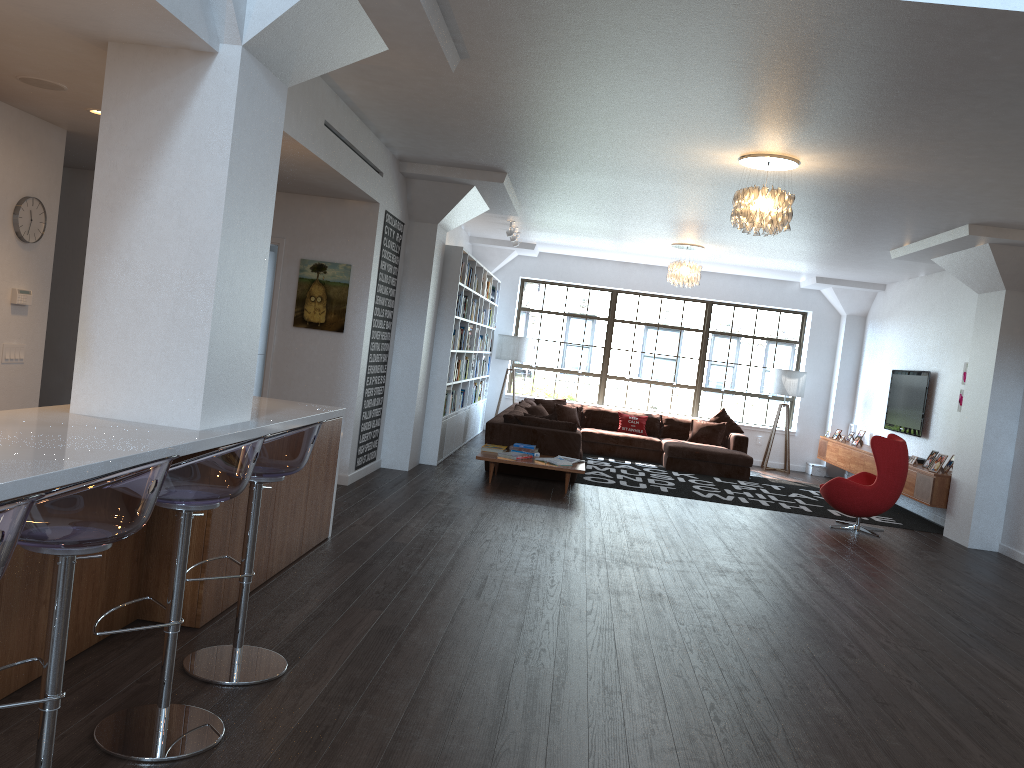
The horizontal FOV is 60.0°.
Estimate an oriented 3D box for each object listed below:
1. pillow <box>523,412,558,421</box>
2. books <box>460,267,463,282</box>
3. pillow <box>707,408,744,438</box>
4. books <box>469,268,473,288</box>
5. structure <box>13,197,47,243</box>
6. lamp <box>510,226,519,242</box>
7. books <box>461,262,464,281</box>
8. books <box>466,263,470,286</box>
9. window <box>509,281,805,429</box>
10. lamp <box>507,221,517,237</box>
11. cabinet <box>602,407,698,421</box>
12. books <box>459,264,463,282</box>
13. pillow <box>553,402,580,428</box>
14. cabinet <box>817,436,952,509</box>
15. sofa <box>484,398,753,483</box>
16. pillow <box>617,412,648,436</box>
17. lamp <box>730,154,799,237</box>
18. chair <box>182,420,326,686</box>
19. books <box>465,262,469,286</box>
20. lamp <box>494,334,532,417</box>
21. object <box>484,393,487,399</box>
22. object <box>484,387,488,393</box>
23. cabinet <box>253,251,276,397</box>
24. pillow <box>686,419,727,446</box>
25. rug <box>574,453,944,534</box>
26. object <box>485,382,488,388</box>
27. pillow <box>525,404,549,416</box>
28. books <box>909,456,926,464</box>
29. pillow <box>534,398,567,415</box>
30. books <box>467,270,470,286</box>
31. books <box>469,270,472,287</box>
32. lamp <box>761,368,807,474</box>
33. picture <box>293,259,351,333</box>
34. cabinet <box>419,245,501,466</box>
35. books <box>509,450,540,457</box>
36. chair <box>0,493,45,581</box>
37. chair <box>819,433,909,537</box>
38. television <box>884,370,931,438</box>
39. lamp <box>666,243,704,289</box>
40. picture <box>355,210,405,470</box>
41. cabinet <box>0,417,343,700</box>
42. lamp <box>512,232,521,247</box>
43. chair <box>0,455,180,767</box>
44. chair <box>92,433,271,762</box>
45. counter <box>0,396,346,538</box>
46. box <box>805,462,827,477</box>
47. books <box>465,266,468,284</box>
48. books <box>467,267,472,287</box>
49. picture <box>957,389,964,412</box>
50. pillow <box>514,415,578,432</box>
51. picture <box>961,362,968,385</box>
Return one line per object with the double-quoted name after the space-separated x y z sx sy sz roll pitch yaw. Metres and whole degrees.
0.364 0.504 10.301 0.269 0.411 0.559 5 3 -40 "pillow"
-0.643 -1.250 9.975 0.161 0.222 0.084 7 2 4 "books"
3.100 0.648 13.236 0.651 0.587 0.335 6 2 -17 "pillow"
-0.579 -1.290 10.785 0.182 0.255 0.077 7 2 4 "books"
-3.167 -1.078 5.830 0.040 0.300 0.300 7 2 4 "structure"
0.022 -1.996 11.838 0.120 0.211 0.111 5 3 -36 "lamp"
-0.642 -1.268 10.049 0.170 0.251 0.118 7 2 4 "books"
-0.611 -1.299 10.494 0.197 0.290 0.136 7 2 4 "books"
2.359 -0.491 14.659 4.648 1.905 0.114 7 2 4 "window"
-0.018 -1.981 11.334 0.111 0.211 0.120 9 3 38 "lamp"
2.161 0.778 14.168 1.520 0.625 0.350 7 2 4 "cabinet"
-0.648 -1.247 9.941 0.161 0.218 0.101 7 2 4 "books"
0.799 0.463 13.226 0.489 0.337 0.238 6 3 -26 "pillow"
4.826 1.078 11.562 0.459 0.350 4.501 7 2 4 "cabinet"
1.560 0.784 11.706 3.481 0.664 4.197 7 2 4 "sofa"
1.808 0.602 13.292 0.465 0.308 0.220 7 2 0 "pillow"
1.863 -1.377 6.556 0.442 0.539 0.441 5 3 -43 "lamp"
-1.036 0.616 3.504 0.481 1.014 0.530 7 2 6 "chair"
-0.612 -1.298 10.431 0.176 0.293 0.125 7 2 4 "books"
-0.048 0.017 14.254 0.545 1.579 0.545 7 2 -7 "lamp"
-0.574 0.175 13.988 0.331 0.088 0.410 7 2 4 "object"
-0.563 0.088 13.985 0.331 0.088 0.410 7 2 4 "object"
-3.286 -0.902 9.422 0.527 2.991 2.630 7 2 4 "cabinet"
2.873 0.709 13.091 0.542 0.362 0.248 8 3 25 "pillow"
2.819 1.298 11.110 4.200 0.007 3.100 7 2 6 "rug"
-0.560 0.000 13.982 0.316 0.088 0.410 7 2 4 "object"
0.369 0.468 11.733 0.325 0.391 0.625 8 2 21 "pillow"
4.868 0.919 10.712 0.250 0.053 0.400 7 2 4 "books"
0.620 0.418 13.336 0.580 0.418 0.334 6 3 -23 "pillow"
-0.594 -1.279 10.564 0.159 0.248 0.089 7 2 4 "books"
-0.586 -1.281 10.684 0.174 0.243 0.085 7 2 4 "books"
4.209 0.567 13.828 0.545 1.579 0.545 8 2 15 "lamp"
-1.672 -0.777 7.811 0.450 0.600 0.030 7 2 4 "picture"
-0.729 -0.395 11.958 0.461 2.414 4.500 7 2 4 "cabinet"
0.131 0.736 9.552 0.312 0.037 0.216 7 2 -6 "books"
-1.176 0.677 1.610 0.481 1.014 0.530 7 2 6 "chair"
3.569 0.974 9.011 0.801 1.006 0.798 8 3 30 "chair"
5.086 0.229 11.450 0.013 0.816 1.324 7 2 4 "television"
2.264 -1.533 11.599 0.442 0.539 0.441 5 3 -43 "lamp"
-1.247 -0.402 8.442 0.021 2.380 0.800 7 2 5 "picture"
-1.779 0.622 3.611 0.898 0.796 4.493 7 2 4 "cabinet"
0.064 -2.012 12.355 0.120 0.211 0.111 6 3 -21 "lamp"
-1.153 0.653 2.243 0.481 1.014 0.530 7 2 2 "chair"
-1.086 0.636 2.876 0.481 1.014 0.530 7 2 2 "chair"
-1.000 0.766 1.923 3.039 0.860 8.182 6 3 -25 "counter"
4.787 1.347 13.966 0.228 0.165 0.368 7 2 4 "box"
-0.616 -1.270 10.344 0.174 0.242 0.105 7 2 4 "books"
-0.589 -1.281 10.597 0.182 0.253 0.098 7 2 4 "books"
5.027 0.191 9.842 0.030 0.250 0.250 7 2 4 "picture"
0.376 0.559 10.035 0.750 0.364 0.289 7 2 4 "pillow"
5.065 -0.114 9.829 0.030 0.250 0.250 7 2 4 "picture"
